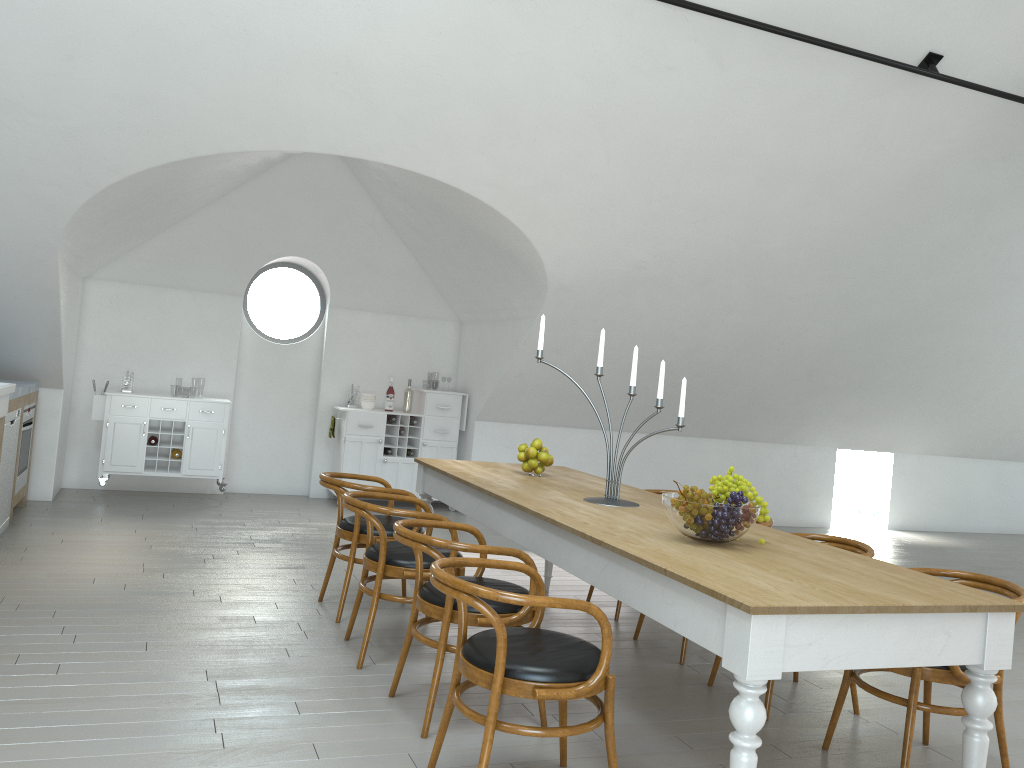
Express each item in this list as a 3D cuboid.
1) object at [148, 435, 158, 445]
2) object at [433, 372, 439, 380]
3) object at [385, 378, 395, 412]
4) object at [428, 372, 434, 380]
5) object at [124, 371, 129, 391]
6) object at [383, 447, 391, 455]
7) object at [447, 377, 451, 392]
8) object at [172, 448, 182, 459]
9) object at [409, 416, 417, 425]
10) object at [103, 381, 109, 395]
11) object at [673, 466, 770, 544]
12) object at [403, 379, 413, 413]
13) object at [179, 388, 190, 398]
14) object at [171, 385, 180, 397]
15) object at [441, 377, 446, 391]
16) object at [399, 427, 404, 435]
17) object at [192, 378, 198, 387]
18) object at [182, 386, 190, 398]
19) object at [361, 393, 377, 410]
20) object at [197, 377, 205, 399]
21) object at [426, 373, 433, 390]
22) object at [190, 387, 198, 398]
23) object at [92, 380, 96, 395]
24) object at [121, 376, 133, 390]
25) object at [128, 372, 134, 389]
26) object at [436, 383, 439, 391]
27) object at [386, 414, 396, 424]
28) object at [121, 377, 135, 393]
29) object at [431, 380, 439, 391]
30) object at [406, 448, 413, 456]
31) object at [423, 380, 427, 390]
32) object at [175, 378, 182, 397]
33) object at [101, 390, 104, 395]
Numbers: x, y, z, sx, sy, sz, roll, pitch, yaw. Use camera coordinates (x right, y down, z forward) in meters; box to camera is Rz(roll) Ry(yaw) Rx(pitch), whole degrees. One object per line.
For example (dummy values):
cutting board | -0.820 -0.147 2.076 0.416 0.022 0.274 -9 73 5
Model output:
object | -3.083 0.487 7.617 0.082 0.085 0.317 6 0 -21
object | -0.770 -0.028 8.934 0.063 0.187 0.063 6 -2 -35
object | -1.186 0.103 8.640 0.081 0.330 0.081 6 -2 -26
object | -0.821 -0.029 8.894 0.054 0.179 0.054 6 -2 -27
object | -3.373 -0.028 7.759 0.039 0.175 0.054 6 -1 -22
object | -1.190 0.644 8.614 0.156 0.085 0.331 5 0 -21
object | -0.633 0.005 8.858 0.046 0.143 0.046 6 -1 -10
object | -2.922 0.605 7.722 0.081 0.083 0.317 6 0 -22
object | -0.992 0.360 8.675 0.087 0.085 0.360 6 0 -22
object | -3.445 0.104 7.465 0.088 0.269 0.029 5 -1 5
object | 0.767 0.448 3.289 0.292 0.284 0.393 5 -1 33
object | -1.016 0.118 8.701 0.085 0.331 0.085 5 -2 28
object | -2.864 0.079 7.742 0.077 0.085 0.077 6 -1 -34
object | -2.922 0.064 7.680 0.082 0.105 0.081 6 -1 -8
object | -0.682 0.001 8.804 0.046 0.143 0.046 6 -1 -10
object | -1.107 0.456 8.647 0.085 0.085 0.331 6 0 -22
object | -2.823 0.035 7.870 0.054 0.179 0.054 7 -2 -44
object | -2.893 0.072 7.830 0.094 0.093 0.093 6 -1 -34
object | -1.386 0.170 8.535 0.154 0.160 0.157 5 -1 7
object | -2.759 0.037 7.862 0.063 0.187 0.063 6 -2 -36
object | -0.816 -0.022 8.748 0.048 0.169 0.048 5 -1 11
object | -2.806 0.078 7.802 0.071 0.099 0.071 5 -1 2
object | -3.496 0.099 7.445 0.029 0.269 0.088 4 -2 42
object | -3.365 -0.011 7.766 0.097 0.137 0.029 6 -1 -18
object | -3.338 -0.022 7.757 0.039 0.164 0.024 6 -1 -9
object | -0.762 0.025 8.778 0.077 0.085 0.077 6 -1 -14
object | -1.187 0.337 8.607 0.092 0.094 0.359 6 0 -21
object | -3.365 0.009 7.757 0.101 0.138 0.067 6 -1 -21
object | -0.759 0.015 8.692 0.082 0.105 0.081 5 -1 17
object | -1.027 0.663 8.670 0.081 0.081 0.359 6 0 -24
object | -0.844 0.013 8.819 0.093 0.093 0.094 5 -1 11
object | -2.923 0.031 7.763 0.048 0.169 0.048 6 -2 -34
object | -3.469 0.163 7.488 0.038 0.262 0.038 5 -1 11
